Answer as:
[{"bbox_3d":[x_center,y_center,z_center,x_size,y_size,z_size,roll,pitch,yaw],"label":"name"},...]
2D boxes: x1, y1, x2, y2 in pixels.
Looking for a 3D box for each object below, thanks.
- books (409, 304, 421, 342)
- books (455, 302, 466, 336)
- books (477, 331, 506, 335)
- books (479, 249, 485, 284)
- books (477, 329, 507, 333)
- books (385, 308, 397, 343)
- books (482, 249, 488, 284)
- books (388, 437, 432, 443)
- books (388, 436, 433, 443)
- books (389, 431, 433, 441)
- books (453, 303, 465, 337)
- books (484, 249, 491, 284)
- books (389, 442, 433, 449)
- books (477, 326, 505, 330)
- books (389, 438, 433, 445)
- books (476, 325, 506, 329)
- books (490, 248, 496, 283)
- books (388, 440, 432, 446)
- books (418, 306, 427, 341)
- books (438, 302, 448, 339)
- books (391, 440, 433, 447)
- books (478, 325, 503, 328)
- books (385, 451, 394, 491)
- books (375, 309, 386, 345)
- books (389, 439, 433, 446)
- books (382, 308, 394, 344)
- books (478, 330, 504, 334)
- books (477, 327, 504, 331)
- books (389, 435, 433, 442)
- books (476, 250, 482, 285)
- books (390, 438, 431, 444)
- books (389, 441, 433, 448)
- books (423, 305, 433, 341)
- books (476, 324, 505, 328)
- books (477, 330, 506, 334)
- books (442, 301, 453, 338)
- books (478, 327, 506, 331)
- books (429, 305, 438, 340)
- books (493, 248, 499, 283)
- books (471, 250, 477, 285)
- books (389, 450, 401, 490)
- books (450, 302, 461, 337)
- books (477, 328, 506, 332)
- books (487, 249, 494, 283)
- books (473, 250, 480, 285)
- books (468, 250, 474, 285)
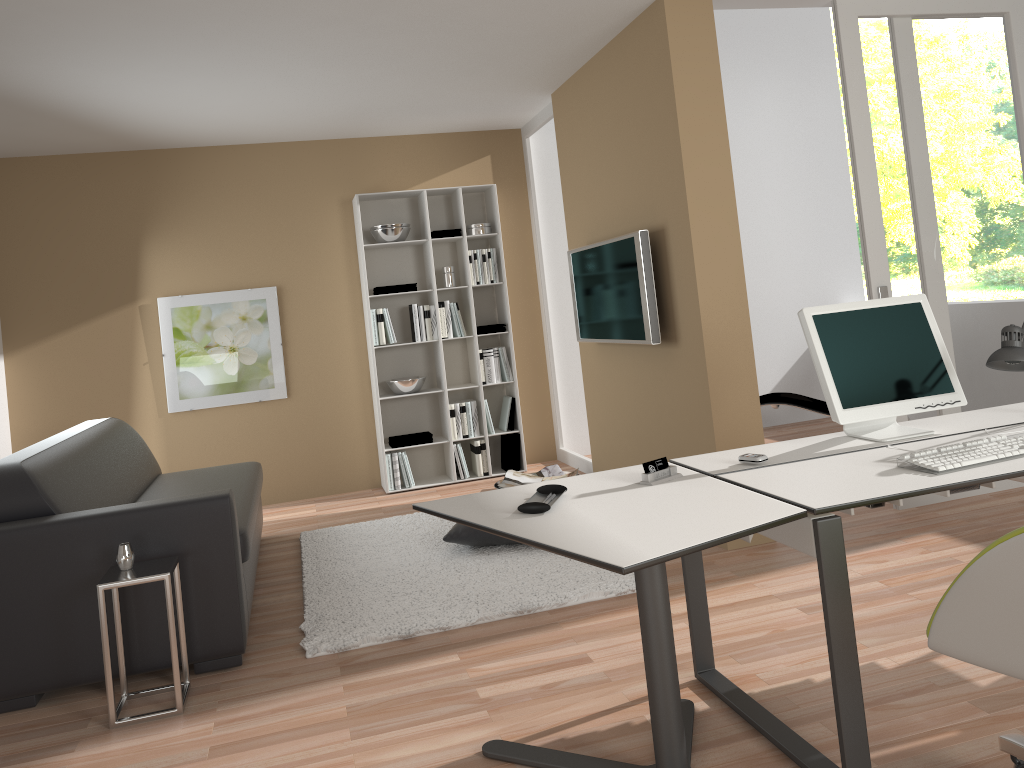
[{"bbox_3d":[-0.714,-0.448,6.475,0.040,0.276,0.207,-6,0,-13],"label":"books"},{"bbox_3d":[-0.399,-0.482,6.576,0.058,0.258,0.207,-6,1,-14],"label":"books"},{"bbox_3d":[-0.180,-0.385,6.644,0.211,0.007,0.297,-7,5,-14],"label":"books"},{"bbox_3d":[-0.245,-0.873,6.613,0.020,0.259,0.207,-6,1,-14],"label":"books"},{"bbox_3d":[-0.181,-0.402,6.646,0.211,0.007,0.297,-8,5,-16],"label":"books"},{"bbox_3d":[-0.893,-0.426,6.433,0.058,0.258,0.207,-6,1,-14],"label":"books"},{"bbox_3d":[-0.223,-0.876,6.613,0.020,0.259,0.207,-6,1,-14],"label":"books"},{"bbox_3d":[-0.743,0.396,6.431,0.298,0.008,0.210,-8,5,-14],"label":"books"},{"bbox_3d":[-0.743,0.391,6.431,0.298,0.008,0.210,-8,5,-14],"label":"books"},{"bbox_3d":[-0.740,0.380,6.429,0.298,0.006,0.210,-8,5,-14],"label":"books"},{"bbox_3d":[-0.411,-0.477,6.556,0.058,0.258,0.207,-6,1,-13],"label":"books"},{"bbox_3d":[-0.204,-0.879,6.625,0.020,0.259,0.207,-6,1,-14],"label":"books"},{"bbox_3d":[-0.739,0.435,6.425,0.298,0.007,0.210,-8,5,-14],"label":"books"},{"bbox_3d":[-0.180,-0.424,6.645,0.211,0.008,0.297,-7,5,-14],"label":"books"},{"bbox_3d":[-0.740,0.407,6.427,0.298,0.006,0.210,-8,5,-14],"label":"books"},{"bbox_3d":[-0.180,-0.430,6.645,0.211,0.008,0.297,-7,5,-14],"label":"books"},{"bbox_3d":[-0.163,-0.884,6.634,0.020,0.259,0.207,-6,1,-14],"label":"books"},{"bbox_3d":[-0.742,0.418,6.426,0.298,0.007,0.210,-8,5,-16],"label":"books"},{"bbox_3d":[-0.673,-0.445,6.485,0.040,0.259,0.207,-6,1,-14],"label":"books"},{"bbox_3d":[-0.531,-0.471,6.533,0.053,0.273,0.207,-6,0,-14],"label":"books"},{"bbox_3d":[-0.739,0.424,6.426,0.298,0.006,0.210,-8,5,-14],"label":"books"},{"bbox_3d":[-0.185,-0.434,6.641,0.211,0.007,0.297,-7,5,-14],"label":"books"},{"bbox_3d":[-0.892,0.621,6.356,0.040,0.259,0.207,-6,1,-13],"label":"books"},{"bbox_3d":[-0.960,-0.416,6.402,0.040,0.259,0.207,-6,1,-14],"label":"books"},{"bbox_3d":[-0.739,0.413,6.427,0.298,0.006,0.210,-8,5,-14],"label":"books"},{"bbox_3d":[-0.913,-0.423,6.417,0.060,0.260,0.207,-6,1,-13],"label":"books"},{"bbox_3d":[-0.180,-0.396,6.643,0.211,0.006,0.297,-7,5,-14],"label":"books"},{"bbox_3d":[-0.184,-0.419,6.644,0.211,0.006,0.297,-7,5,-13],"label":"books"},{"bbox_3d":[-0.740,0.385,6.427,0.298,0.007,0.210,-8,5,-14],"label":"books"},{"bbox_3d":[-0.266,-0.871,6.607,0.020,0.259,0.207,-6,1,-14],"label":"books"},{"bbox_3d":[-0.742,0.402,6.426,0.298,0.006,0.210,-7,5,-13],"label":"books"},{"bbox_3d":[-0.739,0.430,6.426,0.298,0.006,0.210,-8,5,-14],"label":"books"},{"bbox_3d":[-0.631,-0.450,6.490,0.040,0.259,0.207,-6,1,-14],"label":"books"},{"bbox_3d":[-0.184,-0.440,6.641,0.211,0.006,0.297,-7,5,-14],"label":"books"},{"bbox_3d":[-0.179,-0.391,6.643,0.211,0.006,0.297,-7,5,-14],"label":"books"},{"bbox_3d":[-0.486,-0.479,6.546,0.040,0.276,0.207,-6,0,-14],"label":"books"},{"bbox_3d":[-0.181,-0.413,6.643,0.211,0.006,0.297,-7,5,-14],"label":"books"},{"bbox_3d":[-0.592,-0.452,6.507,0.040,0.252,0.207,-6,1,-14],"label":"books"},{"bbox_3d":[-0.142,-0.887,6.639,0.020,0.259,0.207,-6,1,-14],"label":"books"},{"bbox_3d":[-0.307,-0.865,6.598,0.020,0.259,0.207,-6,1,-14],"label":"books"},{"bbox_3d":[-0.845,0.615,6.362,0.040,0.259,0.207,-6,1,-14],"label":"books"},{"bbox_3d":[-0.438,-0.476,6.554,0.060,0.260,0.207,-6,1,-14],"label":"books"},{"bbox_3d":[-0.181,-0.407,6.643,0.211,0.006,0.297,-7,5,-14],"label":"books"},{"bbox_3d":[-0.183,-0.881,6.628,0.020,0.259,0.207,-6,1,-14],"label":"books"},{"bbox_3d":[-0.286,-0.868,6.601,0.020,0.259,0.207,-6,1,-14],"label":"books"},{"bbox_3d":[-0.325,-0.862,6.586,0.020,0.259,0.207,-6,1,-14],"label":"books"}]
